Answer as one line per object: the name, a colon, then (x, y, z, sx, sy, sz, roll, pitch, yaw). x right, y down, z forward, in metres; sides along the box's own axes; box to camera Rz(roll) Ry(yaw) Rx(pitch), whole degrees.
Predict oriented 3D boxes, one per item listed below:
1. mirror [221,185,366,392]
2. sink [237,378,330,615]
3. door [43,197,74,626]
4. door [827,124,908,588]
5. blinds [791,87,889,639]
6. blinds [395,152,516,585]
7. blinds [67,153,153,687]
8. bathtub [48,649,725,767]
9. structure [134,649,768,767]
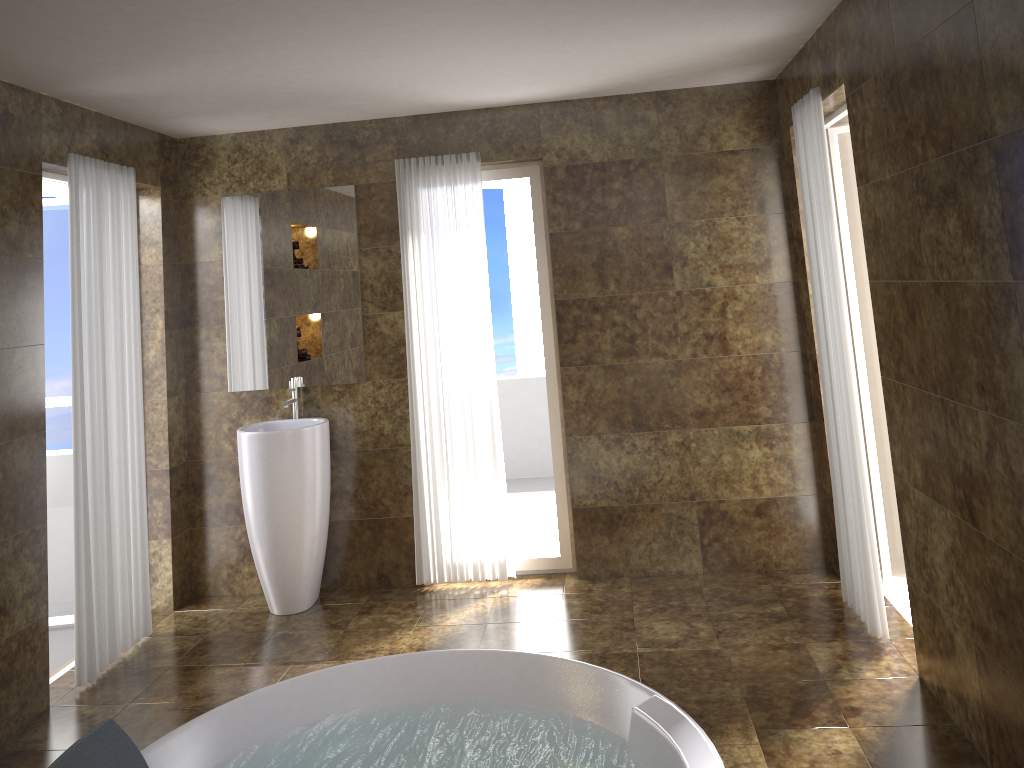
mirror: (-1.211, -0.528, 4.752, 0.766, 1.102, 0.008, -5, -7, 5)
sink: (-1.154, 0.559, 4.408, 0.457, 1.147, 0.431, -5, -5, 9)
door: (-2.488, 0.122, 4.510, 0.963, 2.249, 0.039, -4, -7, -5)
door: (2.028, -0.165, 3.892, 0.946, 2.249, 0.040, -8, -7, 39)
blinds: (1.394, -0.153, 3.771, 0.069, 2.299, 0.476, -5, -6, 6)
blinds: (-0.325, -0.113, 4.584, 0.518, 2.287, 0.066, -5, -7, 5)
blinds: (-1.841, 0.079, 3.979, 0.067, 2.299, 0.591, -5, -6, 6)
bathtub: (-0.297, 1.221, 2.298, 1.734, 0.527, 1.763, -1, 7, 37)
structure: (-0.295, 1.228, 2.298, 2.000, 0.125, 2.006, -4, 6, 6)
